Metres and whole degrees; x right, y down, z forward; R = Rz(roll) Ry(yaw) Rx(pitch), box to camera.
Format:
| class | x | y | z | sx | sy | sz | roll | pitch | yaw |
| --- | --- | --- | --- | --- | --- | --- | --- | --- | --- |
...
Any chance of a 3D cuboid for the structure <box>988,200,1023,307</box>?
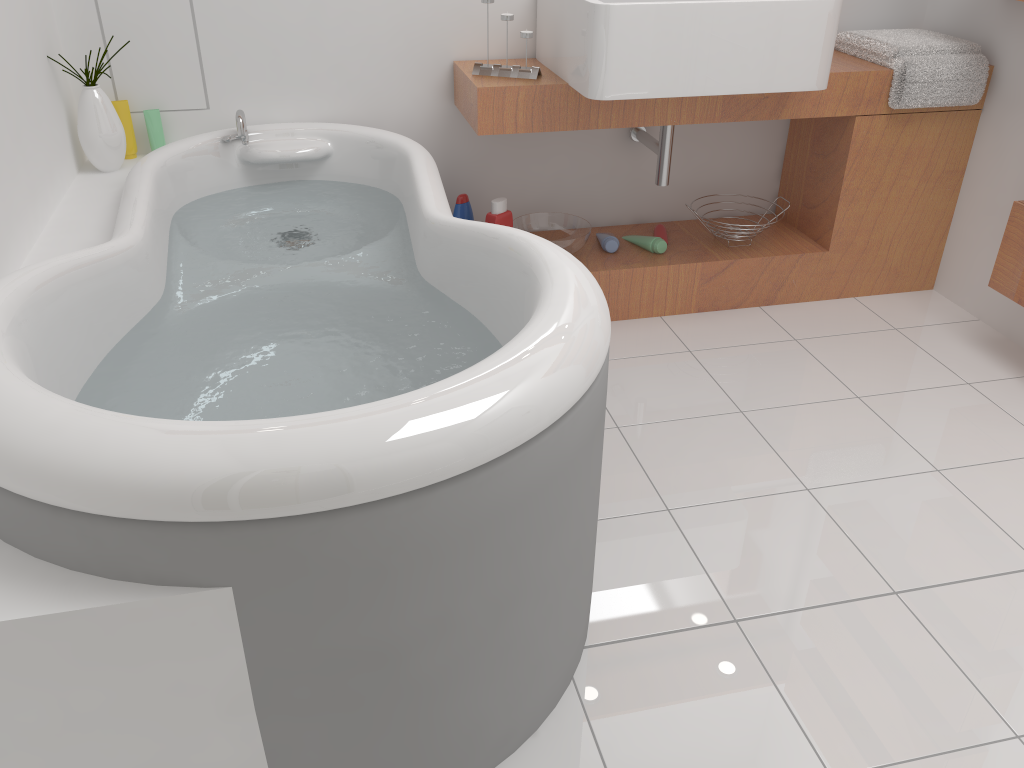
| class | x | y | z | sx | sy | sz | roll | pitch | yaw |
| --- | --- | --- | --- | --- | --- | --- | --- | --- | --- |
| structure | 1.452 | -0.283 | 2.246 | 0.165 | 0.245 | 0.417 | -6 | 31 | -12 |

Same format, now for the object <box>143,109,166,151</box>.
| class | x | y | z | sx | sy | sz | roll | pitch | yaw |
| --- | --- | --- | --- | --- | --- | --- | --- | --- | --- |
| object | -0.984 | -0.690 | 2.451 | 0.038 | 0.133 | 0.038 | 11 | 32 | 17 |

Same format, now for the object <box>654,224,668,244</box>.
| class | x | y | z | sx | sy | sz | roll | pitch | yaw |
| --- | --- | --- | --- | --- | --- | --- | --- | --- | --- |
| object | 0.478 | -0.478 | 2.849 | 0.042 | 0.037 | 0.133 | 3 | 31 | 5 |

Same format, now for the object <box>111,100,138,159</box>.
| class | x | y | z | sx | sy | sz | roll | pitch | yaw |
| --- | --- | --- | --- | --- | --- | --- | --- | --- | --- |
| object | -1.062 | -0.692 | 2.428 | 0.047 | 0.162 | 0.047 | 7 | 31 | 11 |

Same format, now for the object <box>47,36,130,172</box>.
| class | x | y | z | sx | sy | sz | roll | pitch | yaw |
| --- | --- | --- | --- | --- | --- | --- | --- | --- | --- |
| object | -1.056 | -0.710 | 2.290 | 0.154 | 0.326 | 0.215 | 10 | 32 | 15 |

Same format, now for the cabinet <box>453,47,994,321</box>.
| class | x | y | z | sx | sy | sz | roll | pitch | yaw |
| --- | --- | --- | --- | --- | --- | --- | --- | --- | --- |
| cabinet | 0.559 | -0.612 | 2.737 | 1.635 | 0.719 | 0.355 | -6 | 31 | -12 |

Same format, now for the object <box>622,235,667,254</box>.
| class | x | y | z | sx | sy | sz | roll | pitch | yaw |
| --- | --- | --- | --- | --- | --- | --- | --- | --- | --- |
| object | 0.416 | -0.456 | 2.787 | 0.059 | 0.052 | 0.187 | -15 | 34 | -25 |

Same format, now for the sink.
| class | x | y | z | sx | sy | sz | roll | pitch | yaw |
| --- | --- | --- | --- | --- | --- | --- | --- | --- | --- |
| sink | 0.447 | -0.868 | 2.447 | 0.657 | 0.673 | 0.552 | -6 | 31 | -12 |

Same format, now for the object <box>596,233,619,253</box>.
| class | x | y | z | sx | sy | sz | roll | pitch | yaw |
| --- | --- | --- | --- | --- | --- | --- | --- | --- | --- |
| object | 0.303 | -0.464 | 2.798 | 0.059 | 0.052 | 0.187 | 0 | 31 | -2 |

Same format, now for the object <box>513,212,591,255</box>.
| class | x | y | z | sx | sy | sz | roll | pitch | yaw |
| --- | --- | --- | --- | --- | --- | --- | --- | --- | --- |
| object | 0.117 | -0.439 | 2.703 | 0.245 | 0.090 | 0.245 | -24 | 38 | -35 |

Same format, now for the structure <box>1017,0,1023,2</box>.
| class | x | y | z | sx | sy | sz | roll | pitch | yaw |
| --- | --- | --- | --- | --- | --- | --- | --- | --- | --- |
| structure | 1.408 | -1.006 | 2.070 | 0.165 | 0.245 | 0.860 | -6 | 31 | -12 |

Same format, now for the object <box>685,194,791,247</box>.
| class | x | y | z | sx | sy | sz | roll | pitch | yaw |
| --- | --- | --- | --- | --- | --- | --- | --- | --- | --- |
| object | 0.706 | -0.511 | 2.803 | 0.291 | 0.126 | 0.291 | 20 | 36 | 29 |

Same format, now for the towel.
| class | x | y | z | sx | sy | sz | roll | pitch | yaw |
| --- | --- | --- | --- | --- | --- | --- | --- | --- | --- |
| towel | 1.186 | -0.957 | 2.669 | 0.272 | 0.140 | 0.359 | -6 | 31 | -12 |

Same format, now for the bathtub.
| class | x | y | z | sx | sy | sz | roll | pitch | yaw |
| --- | --- | --- | --- | --- | --- | --- | --- | --- | --- |
| bathtub | -0.472 | -0.085 | 1.888 | 1.055 | 0.674 | 1.863 | -6 | 31 | -12 |

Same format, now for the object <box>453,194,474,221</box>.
| class | x | y | z | sx | sy | sz | roll | pitch | yaw |
| --- | --- | --- | --- | --- | --- | --- | --- | --- | --- |
| object | -0.148 | -0.482 | 2.683 | 0.044 | 0.190 | 0.092 | 26 | 39 | 36 |

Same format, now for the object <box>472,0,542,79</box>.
| class | x | y | z | sx | sy | sz | roll | pitch | yaw |
| --- | --- | --- | --- | --- | --- | --- | --- | --- | --- |
| object | -0.013 | -0.922 | 2.351 | 0.182 | 0.203 | 0.059 | 9 | 32 | 15 |

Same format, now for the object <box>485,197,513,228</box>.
| class | x | y | z | sx | sy | sz | roll | pitch | yaw |
| --- | --- | --- | --- | --- | --- | --- | --- | --- | --- |
| object | -0.038 | -0.440 | 2.600 | 0.046 | 0.207 | 0.079 | 25 | 38 | 35 |
